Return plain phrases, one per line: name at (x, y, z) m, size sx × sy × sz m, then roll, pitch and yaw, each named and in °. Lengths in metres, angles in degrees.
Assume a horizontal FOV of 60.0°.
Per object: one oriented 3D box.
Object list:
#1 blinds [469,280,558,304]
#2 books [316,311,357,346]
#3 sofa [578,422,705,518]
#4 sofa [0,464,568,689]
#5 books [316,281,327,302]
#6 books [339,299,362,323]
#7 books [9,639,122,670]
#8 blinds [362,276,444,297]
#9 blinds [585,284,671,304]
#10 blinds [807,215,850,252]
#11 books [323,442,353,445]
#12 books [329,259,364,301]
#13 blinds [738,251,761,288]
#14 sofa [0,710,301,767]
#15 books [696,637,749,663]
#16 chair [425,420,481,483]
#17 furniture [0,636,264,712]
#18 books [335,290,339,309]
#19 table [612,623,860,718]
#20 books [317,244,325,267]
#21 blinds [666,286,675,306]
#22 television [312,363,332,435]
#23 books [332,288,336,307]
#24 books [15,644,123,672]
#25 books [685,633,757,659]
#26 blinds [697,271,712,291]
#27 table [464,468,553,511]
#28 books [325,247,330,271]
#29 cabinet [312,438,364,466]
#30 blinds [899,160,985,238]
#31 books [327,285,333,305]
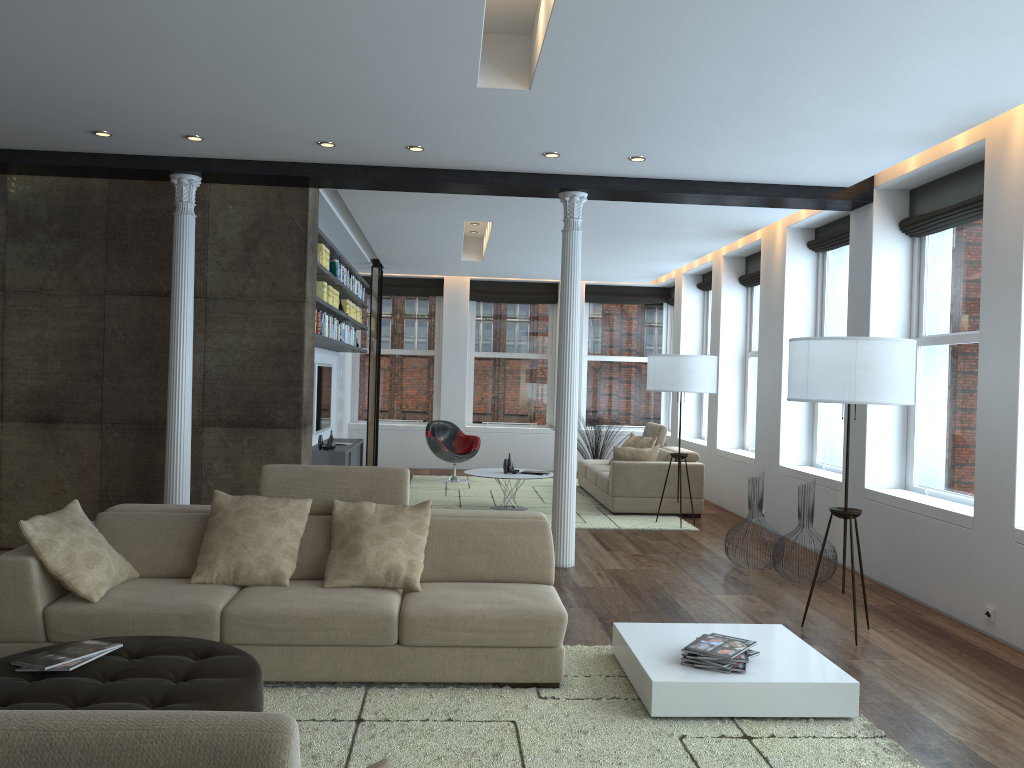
blinds at (0.026, -1.462, 14.153) m, size 1.422 × 0.363 × 0.156 m, roll 2°, pitch 0°, yaw -4°
books at (-1.951, -0.571, 9.542) m, size 0.242 × 0.237 × 2.981 m, roll 2°, pitch 0°, yaw -4°
sofa at (1.484, 0.954, 10.786) m, size 1.018 × 0.950 × 2.581 m, roll 2°, pitch 0°, yaw -4°
sofa at (-1.055, 0.912, 4.474) m, size 2.581 × 0.950 × 1.021 m, roll 2°, pitch 0°, yaw -4°
books at (-1.894, -0.870, 8.632) m, size 0.189 × 0.224 × 0.345 m, roll 2°, pitch 0°, yaw -4°
books at (-2.092, -0.899, 11.198) m, size 0.242 × 0.237 × 1.489 m, roll 2°, pitch 0°, yaw -4°
books at (-1.640, 0.994, 3.268) m, size 0.220 × 0.040 × 0.301 m, roll 2°, pitch 0°, yaw 31°
blinds at (-1.783, -1.543, 14.027) m, size 1.412 × 0.307 × 0.156 m, roll 2°, pitch 0°, yaw -4°
blinds at (1.853, -1.435, 14.281) m, size 1.442 × 0.312 × 0.155 m, roll 2°, pitch 0°, yaw -4°
blinds at (3.004, -1.387, 7.981) m, size 0.156 × 0.275 × 1.396 m, roll 2°, pitch 0°, yaw -4°
books at (-2.085, 0.713, 10.612) m, size 0.300 × 0.010 × 0.220 m, roll 2°, pitch 0°, yaw 11°
books at (-2.004, -1.192, 10.557) m, size 0.242 × 0.237 × 2.981 m, roll 2°, pitch 0°, yaw -4°
blinds at (2.858, -1.343, 10.044) m, size 0.156 × 0.393 × 1.342 m, roll 2°, pitch 0°, yaw -4°
sofa at (-0.851, 0.933, 1.535) m, size 2.581 × 0.950 × 1.021 m, roll 2°, pitch 0°, yaw -4°
books at (0.950, 1.205, 4.024) m, size 0.220 × 0.010 × 0.300 m, roll 2°, pitch 0°, yaw 11°
chair at (-0.824, 0.927, 12.290) m, size 0.810 × 0.818 × 0.669 m, roll 2°, pitch 0°, yaw -24°
furniture at (-1.421, 1.187, 3.110) m, size 1.057 × 0.355 × 1.057 m, roll 2°, pitch 0°, yaw -2°
books at (-1.949, -0.878, 9.428) m, size 0.189 × 0.228 × 0.249 m, roll 2°, pitch 0°, yaw -4°
table at (1.004, 1.344, 4.208) m, size 0.900 × 0.170 × 0.900 m, roll 2°, pitch 0°, yaw -4°
books at (-1.806, -1.156, 8.044) m, size 0.209 × 0.220 × 0.278 m, roll 2°, pitch 0°, yaw -6°
blinds at (2.609, -1.402, 13.643) m, size 0.156 × 0.327 × 1.377 m, roll 2°, pitch 0°, yaw -4°
television at (-2.274, 0.161, 10.573) m, size 0.074 × 0.812 × 1.307 m, roll 2°, pitch 0°, yaw -4°
books at (-1.932, -0.874, 9.158) m, size 0.209 × 0.220 × 0.278 m, roll 2°, pitch 0°, yaw -6°
books at (-1.618, 1.002, 3.255) m, size 0.219 × 0.031 × 0.300 m, roll 2°, pitch 0°, yaw 11°
books at (0.951, 1.186, 4.024) m, size 0.220 × 0.010 × 0.300 m, roll 2°, pitch 0°, yaw 36°
blinds at (2.736, -1.415, 11.831) m, size 0.156 × 0.275 × 1.442 m, roll 2°, pitch 0°, yaw -4°
table at (-0.024, 1.175, 9.745) m, size 1.022 × 0.393 × 1.022 m, roll 2°, pitch 0°, yaw 40°
books at (-1.822, -1.159, 8.314) m, size 0.189 × 0.228 × 0.249 m, roll 2°, pitch 0°, yaw -4°
cabinet at (-2.101, 1.020, 10.574) m, size 0.450 × 0.603 × 2.000 m, roll 2°, pitch 0°, yaw -4°
blinds at (3.112, -1.315, 6.172) m, size 0.183 × 0.395 × 1.431 m, roll 2°, pitch 0°, yaw -4°
books at (-1.913, -0.874, 8.914) m, size 0.189 × 0.228 × 0.249 m, roll 2°, pitch 0°, yaw -4°
